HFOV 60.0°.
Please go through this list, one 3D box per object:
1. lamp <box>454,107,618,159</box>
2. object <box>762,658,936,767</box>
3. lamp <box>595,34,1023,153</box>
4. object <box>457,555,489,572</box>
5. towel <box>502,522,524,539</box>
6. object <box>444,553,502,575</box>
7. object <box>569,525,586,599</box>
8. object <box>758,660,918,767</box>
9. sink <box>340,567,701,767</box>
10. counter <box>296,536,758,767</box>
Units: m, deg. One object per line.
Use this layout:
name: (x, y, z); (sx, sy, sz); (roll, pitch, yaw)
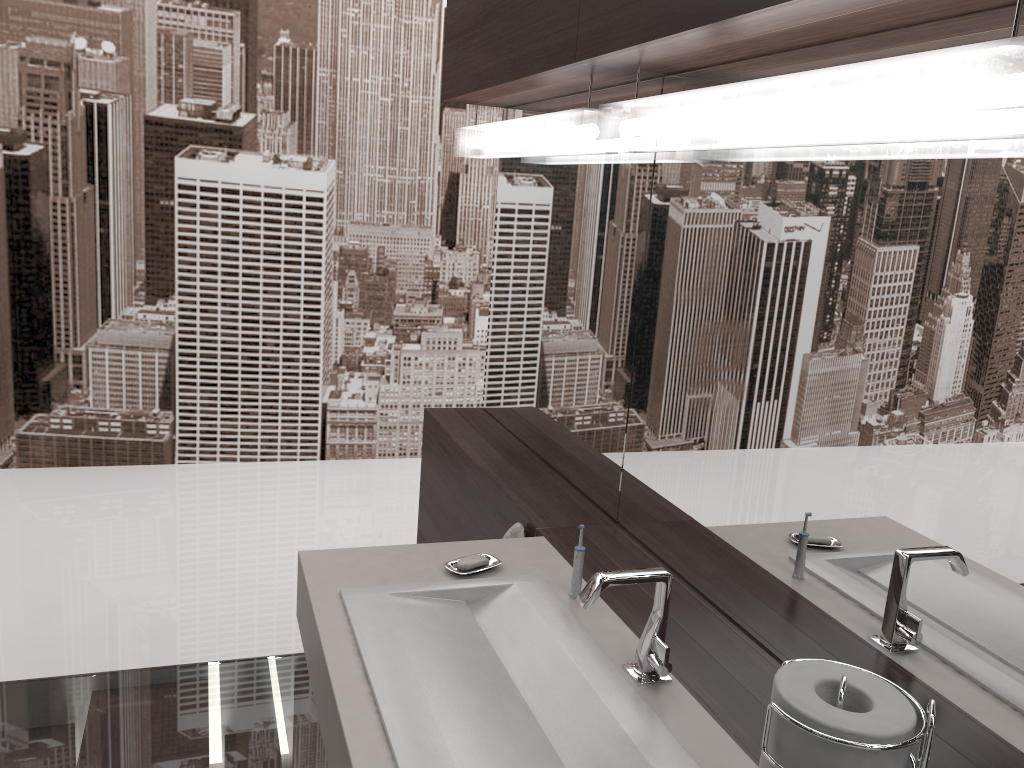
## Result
lamp: (0.022, -0.602, 2.176); (0.082, 0.082, 0.950); (0, 13, -19)
object: (0.301, 0.401, 0.834); (0.136, 0.261, 0.145); (10, 13, 23)
lamp: (0.350, -0.376, 1.237); (0.082, 0.082, 0.950); (0, 13, -19)
object: (-0.071, 0.325, 1.618); (0.066, 0.016, 0.035); (-7, 16, -42)
towel: (-0.081, 0.626, 1.958); (0.156, 0.678, 0.368); (0, 13, -19)
object: (-0.071, 0.332, 1.619); (0.108, 0.011, 0.065); (-6, 16, -40)
object: (0.115, 0.304, 1.526); (0.022, 0.132, 0.022); (-5, 15, -37)
object: (0.294, 0.402, 0.837); (0.124, 0.246, 0.128); (-5, 15, -37)
sink: (0.028, 0.362, 1.228); (0.427, 0.193, 0.681); (0, 13, -19)
counter: (0.143, 0.590, 0.836); (0.488, 0.131, 1.954); (0, 13, -19)
